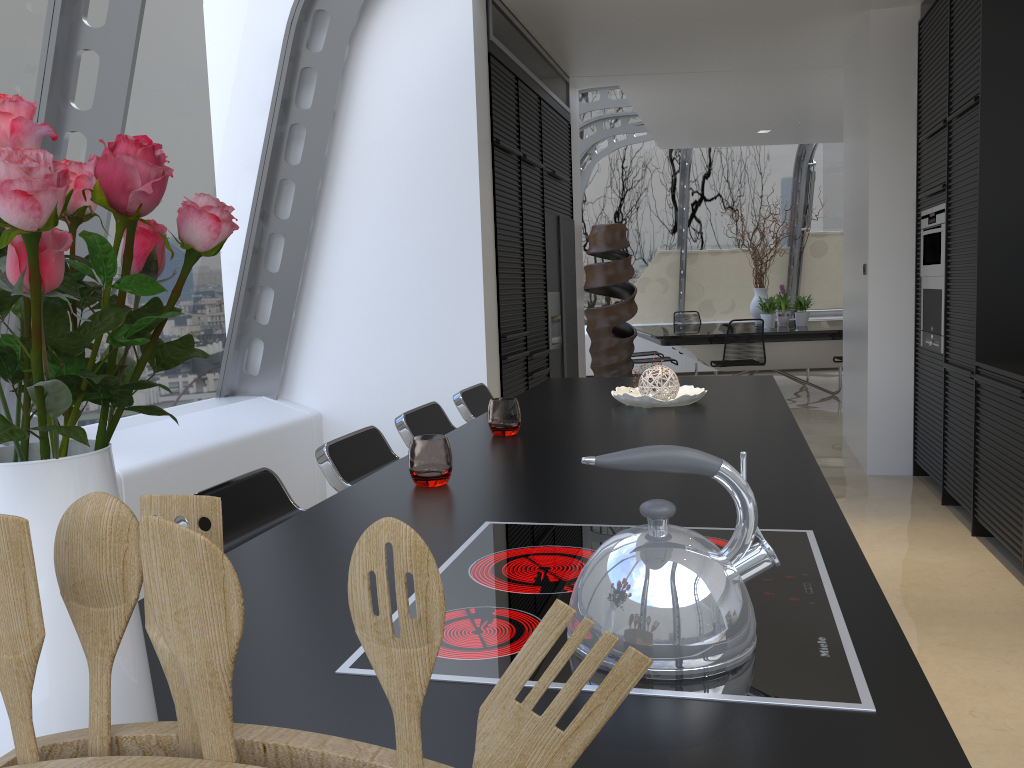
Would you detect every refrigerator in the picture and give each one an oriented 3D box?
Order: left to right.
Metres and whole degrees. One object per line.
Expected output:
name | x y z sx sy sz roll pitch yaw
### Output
refrigerator | 0.291 -0.366 6.621 0.234 1.742 1.006 -1 6 14

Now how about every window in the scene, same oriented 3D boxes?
window | 5.684 -0.931 5.281 16.171 3.674 16.693 -1 6 7

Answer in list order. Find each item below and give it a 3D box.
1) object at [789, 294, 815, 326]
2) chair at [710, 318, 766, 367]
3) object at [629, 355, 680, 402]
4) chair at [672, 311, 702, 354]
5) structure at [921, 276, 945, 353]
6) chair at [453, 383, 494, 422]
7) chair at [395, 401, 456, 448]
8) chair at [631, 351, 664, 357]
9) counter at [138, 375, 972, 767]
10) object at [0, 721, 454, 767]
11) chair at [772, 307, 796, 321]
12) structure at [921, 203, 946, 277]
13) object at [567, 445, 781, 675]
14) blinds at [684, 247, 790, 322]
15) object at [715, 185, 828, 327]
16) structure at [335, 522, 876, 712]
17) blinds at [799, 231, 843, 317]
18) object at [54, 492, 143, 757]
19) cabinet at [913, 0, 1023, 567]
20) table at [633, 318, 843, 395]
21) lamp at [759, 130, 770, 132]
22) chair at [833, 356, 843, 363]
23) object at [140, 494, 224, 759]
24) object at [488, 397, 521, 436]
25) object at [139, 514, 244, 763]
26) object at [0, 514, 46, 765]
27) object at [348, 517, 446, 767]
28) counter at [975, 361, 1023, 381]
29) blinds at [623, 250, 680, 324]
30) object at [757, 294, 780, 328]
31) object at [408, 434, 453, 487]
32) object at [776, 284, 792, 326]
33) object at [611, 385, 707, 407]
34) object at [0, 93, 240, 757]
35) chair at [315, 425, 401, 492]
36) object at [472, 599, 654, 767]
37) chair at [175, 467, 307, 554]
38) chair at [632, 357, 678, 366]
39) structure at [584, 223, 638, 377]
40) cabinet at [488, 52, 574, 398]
object | 3.243 -0.835 9.917 0.284 0.369 0.215 2 7 34
chair | 2.281 -0.406 8.913 0.446 0.519 0.688 -2 6 1
object | 0.520 -0.010 3.156 0.190 0.191 0.165 3 8 42
chair | 2.305 -0.671 11.415 0.446 0.519 0.688 -2 6 1
structure | 2.422 -0.409 5.106 0.023 0.420 0.592 -1 6 14
chair | 0.027 0.434 3.900 0.460 0.857 0.418 -1 6 14
chair | -0.136 0.506 3.273 0.460 0.857 0.418 -1 6 14
chair | 1.454 -0.561 10.669 0.688 0.519 0.446 -2 6 1
counter | 0.224 0.185 2.213 1.006 0.018 3.800 -1 6 14
object | -0.165 0.296 0.538 0.353 0.157 0.084 -1 6 15
chair | 3.580 -0.716 11.399 0.446 0.519 0.688 -2 6 1
structure | 2.404 -0.811 5.065 0.061 0.388 0.592 -1 6 14
object | 0.172 0.185 1.041 0.221 0.230 0.221 -8 8 -44
blinds | 3.167 -1.388 12.534 1.430 1.027 0.329 -2 6 1
object | 2.908 -1.416 9.893 1.135 1.549 1.031 -3 6 -7
structure | 0.152 0.301 1.229 0.562 0.041 0.640 -1 6 14
blinds | 4.705 -1.532 12.475 1.376 1.214 0.387 -2 6 1
object | -0.262 0.219 0.562 0.068 0.298 0.039 -1 6 15
cabinet | 2.306 -0.575 2.944 0.831 2.901 5.157 -1 6 14
table | 2.994 -0.289 10.191 3.031 0.759 2.494 -2 6 1
lamp | 7.556 -2.431 4.870 9.928 0.004 9.775 -2 6 1
chair | 3.557 -0.450 8.897 0.446 0.519 0.688 -2 6 1
object | -0.199 0.217 0.548 0.057 0.299 0.019 -1 6 15
object | -0.022 0.096 2.569 0.095 0.106 0.095 -1 6 12
object | -0.171 0.219 0.521 0.061 0.299 0.040 -1 6 12
object | -0.302 0.221 0.554 0.057 0.294 0.030 -1 6 15
object | -0.056 0.217 0.490 0.055 0.299 0.027 -1 6 15
counter | 2.162 0.107 2.323 0.804 0.025 3.738 -1 6 14
blinds | 1.468 -0.818 12.773 1.829 2.118 0.663 -2 6 1
object | 2.809 -0.799 9.717 0.284 0.369 0.215 3 8 39
object | -0.178 0.168 1.935 0.095 0.106 0.095 2 7 34
object | 3.112 -0.917 10.253 0.238 0.476 0.417 1 7 29
object | 0.524 0.051 3.151 0.334 0.078 0.329 -2 6 1
object | -0.432 0.050 0.800 0.350 0.596 0.327 0 6 21
chair | -0.286 0.573 2.694 0.460 0.857 0.418 -1 6 14
object | -0.019 0.234 0.485 0.199 0.259 0.016 1 7 25
chair | -0.453 0.647 2.050 0.460 0.857 0.418 -1 6 14
chair | 1.445 -0.464 9.748 0.688 0.519 0.446 -2 6 1
structure | 0.898 -0.518 8.060 0.493 1.843 0.498 -1 6 12
cabinet | -0.159 -0.635 6.086 0.831 2.558 2.252 0 6 15
